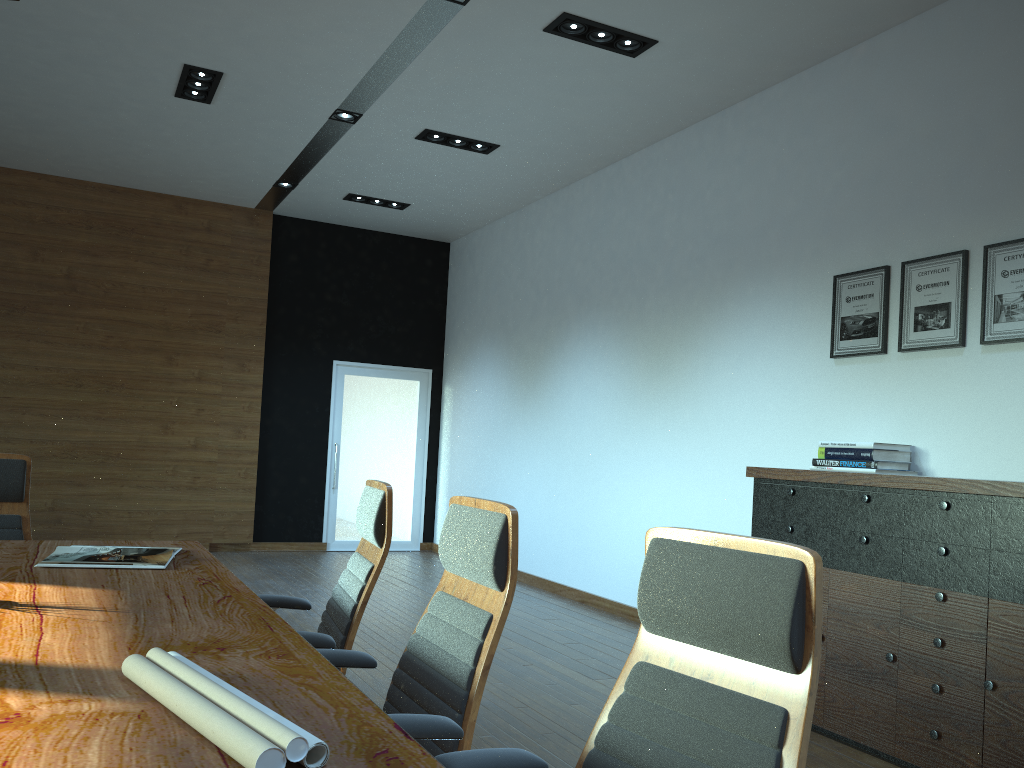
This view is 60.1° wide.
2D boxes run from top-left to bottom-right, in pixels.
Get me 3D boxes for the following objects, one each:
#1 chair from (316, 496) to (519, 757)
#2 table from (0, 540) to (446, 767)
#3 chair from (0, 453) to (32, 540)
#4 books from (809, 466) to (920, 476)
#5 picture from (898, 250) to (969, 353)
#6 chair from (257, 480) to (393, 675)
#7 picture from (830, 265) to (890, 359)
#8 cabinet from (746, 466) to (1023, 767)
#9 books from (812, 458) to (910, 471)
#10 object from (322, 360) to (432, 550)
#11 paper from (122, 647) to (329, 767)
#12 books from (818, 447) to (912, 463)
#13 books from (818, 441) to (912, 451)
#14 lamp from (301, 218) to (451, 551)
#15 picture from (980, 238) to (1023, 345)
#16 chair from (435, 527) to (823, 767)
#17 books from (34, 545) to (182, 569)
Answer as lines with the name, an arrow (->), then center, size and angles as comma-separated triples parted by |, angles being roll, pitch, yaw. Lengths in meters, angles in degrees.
chair -> -0.388, 0.831, 2.119 | 0.697, 1.126, 0.706 | 4, -3, -26
table -> -0.922, 0.869, 0.866 | 1.787, 0.795, 5.546 | 5, -5, -26
chair -> -2.172, 0.837, 3.472 | 0.707, 1.126, 0.696 | 4, -3, -24
books -> 1.863, 0.459, 4.702 | 0.323, 0.021, 0.443 | 5, -5, -26
picture -> 2.170, -0.419, 4.576 | 0.028, 0.483, 0.380 | 4, -3, -26
chair -> -0.777, 0.868, 2.896 | 0.696, 1.126, 0.707 | 4, -3, -19
picture -> 1.960, -0.398, 5.000 | 0.028, 0.483, 0.380 | 4, -3, -26
cabinet -> 2.065, 1.028, 3.764 | 0.768, 1.231, 2.350 | 4, -4, -26
books -> 1.846, 0.427, 4.698 | 0.274, 0.041, 0.403 | 6, -5, -31
object -> -1.583, 0.861, 10.358 | 1.199, 2.157, 0.200 | 4, -2, -26
paper -> -0.651, 0.419, 0.547 | 0.628, 0.083, 2.247 | 2, -4, 14
books -> 1.874, 0.378, 4.719 | 0.288, 0.062, 0.369 | 5, -5, -26
books -> 1.876, 0.332, 4.721 | 0.292, 0.032, 0.362 | 5, -5, -28
lamp -> -3.917, -0.352, 6.301 | 9.405, 3.702, 16.696 | 5, -5, -26
picture -> 2.382, -0.440, 4.147 | 0.028, 0.483, 0.380 | 4, -3, -26
chair -> 0.097, 0.803, 1.395 | 0.697, 1.126, 0.706 | 5, -3, -34
books -> -1.396, 0.594, 3.123 | 0.389, 0.033, 0.545 | 4, -4, -15
